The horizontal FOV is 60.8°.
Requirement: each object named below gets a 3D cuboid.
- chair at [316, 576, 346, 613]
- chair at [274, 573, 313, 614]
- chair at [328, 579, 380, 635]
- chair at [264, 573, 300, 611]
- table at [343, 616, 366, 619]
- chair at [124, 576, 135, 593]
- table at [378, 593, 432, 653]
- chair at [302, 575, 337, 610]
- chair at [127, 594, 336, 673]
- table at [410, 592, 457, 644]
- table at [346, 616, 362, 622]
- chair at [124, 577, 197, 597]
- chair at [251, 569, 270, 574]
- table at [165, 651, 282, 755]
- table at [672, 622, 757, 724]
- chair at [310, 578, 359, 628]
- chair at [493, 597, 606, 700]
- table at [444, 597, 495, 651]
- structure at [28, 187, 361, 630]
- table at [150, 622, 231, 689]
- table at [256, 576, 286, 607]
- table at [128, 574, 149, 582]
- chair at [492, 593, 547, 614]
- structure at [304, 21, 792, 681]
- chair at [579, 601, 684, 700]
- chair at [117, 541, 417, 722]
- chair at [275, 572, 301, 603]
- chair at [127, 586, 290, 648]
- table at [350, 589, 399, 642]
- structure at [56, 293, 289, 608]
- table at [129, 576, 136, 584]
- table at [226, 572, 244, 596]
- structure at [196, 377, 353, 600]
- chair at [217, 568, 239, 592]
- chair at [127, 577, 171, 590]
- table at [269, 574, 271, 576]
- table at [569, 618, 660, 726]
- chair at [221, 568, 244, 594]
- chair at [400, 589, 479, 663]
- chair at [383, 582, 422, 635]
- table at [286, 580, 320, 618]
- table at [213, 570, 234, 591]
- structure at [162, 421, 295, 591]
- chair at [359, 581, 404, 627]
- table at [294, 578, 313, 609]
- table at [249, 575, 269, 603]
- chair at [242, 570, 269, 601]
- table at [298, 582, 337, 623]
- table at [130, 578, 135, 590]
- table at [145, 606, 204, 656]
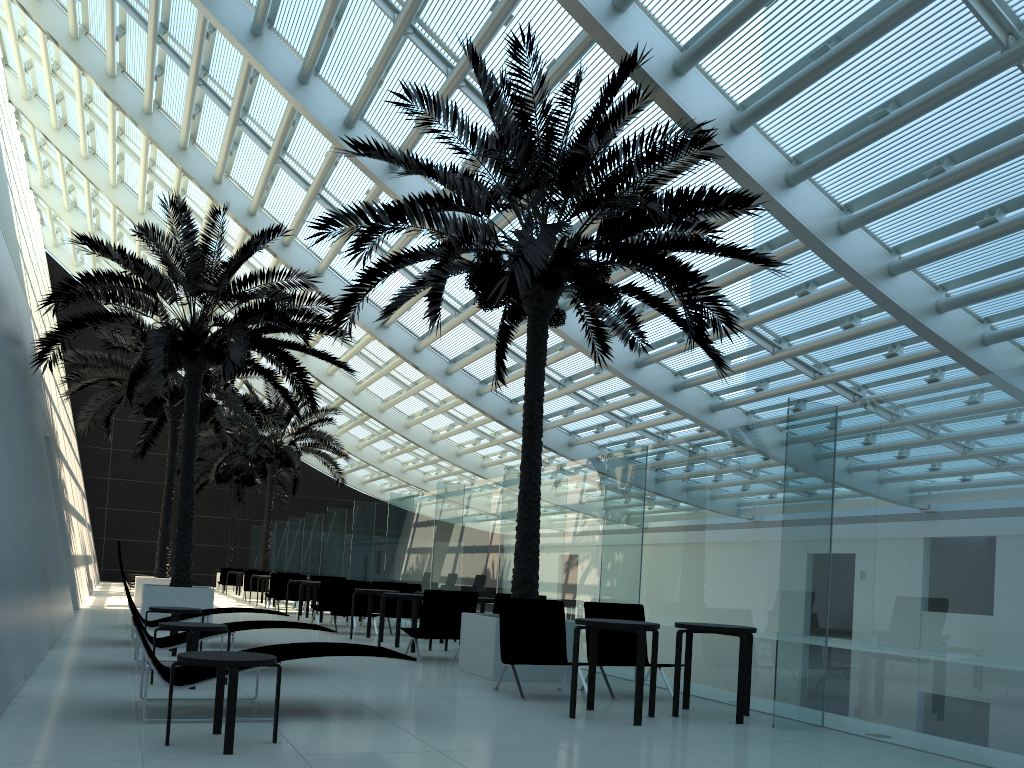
[{"bbox_3d":[-4.130,4.927,20.285,0.721,0.870,0.900,6,-8,-24],"label":"chair"},{"bbox_3d":[-4.979,4.791,19.904,0.721,0.870,0.900,6,-8,-24],"label":"chair"},{"bbox_3d":[-2.638,3.763,14.710,0.721,0.870,0.900,6,-8,-24],"label":"chair"},{"bbox_3d":[-5.668,5.102,21.468,0.721,0.870,0.900,6,-8,-24],"label":"chair"},{"bbox_3d":[-3.567,4.750,19.099,0.679,0.765,0.694,2,-7,14],"label":"table"},{"bbox_3d":[-10.862,5.774,26.453,2.053,1.134,0.935,8,-8,-24],"label":"chair"},{"bbox_3d":[-1.452,3.287,12.030,0.679,0.765,0.694,1,-7,19],"label":"table"},{"bbox_3d":[-4.820,5.238,21.850,0.721,0.870,0.900,6,-8,-24],"label":"chair"},{"bbox_3d":[-2.856,2.257,8.690,2.053,1.134,0.935,8,-8,-24],"label":"chair"},{"bbox_3d":[-1.231,3.724,13.916,0.679,0.765,0.694,2,-7,14],"label":"table"},{"bbox_3d":[-2.968,4.482,17.749,0.679,0.765,0.694,1,-7,19],"label":"table"},{"bbox_3d":[-9.798,5.306,24.090,2.053,1.134,0.935,8,-8,-24],"label":"chair"},{"bbox_3d":[-8.798,6.977,30.640,0.721,0.870,0.900,6,-8,-24],"label":"chair"},{"bbox_3d":[-1.677,1.843,5.090,0.553,0.506,0.566,1,-8,19],"label":"table"},{"bbox_3d":[1.707,2.433,7.399,0.679,0.765,0.694,0,-8,23],"label":"table"},{"bbox_3d":[-3.332,4.076,16.286,0.721,0.870,0.900,6,-8,-24],"label":"chair"},{"bbox_3d":[0.347,2.451,8.088,0.721,0.870,0.900,6,-8,-24],"label":"chair"},{"bbox_3d":[-0.569,3.428,12.427,0.679,0.765,0.694,1,-7,19],"label":"table"},{"bbox_3d":[-4.943,0.457,13.716,4.302,6.698,4.708,-2,-8,44],"label":"structure"},{"bbox_3d":[-2.742,2.310,7.453,0.553,0.506,0.566,1,-8,19],"label":"table"},{"bbox_3d":[-6.186,5.367,22.534,0.679,0.765,0.694,1,-7,19],"label":"table"},{"bbox_3d":[-11.846,6.310,27.651,0.553,0.506,0.566,1,-8,19],"label":"table"},{"bbox_3d":[-0.085,3.158,11.346,0.721,0.870,0.900,6,-8,-24],"label":"chair"},{"bbox_3d":[0.303,-0.214,9.760,4.828,6.881,4.524,4,-5,-5],"label":"structure"},{"bbox_3d":[1.195,2.587,8.469,0.721,0.870,0.900,6,-8,-24],"label":"chair"},{"bbox_3d":[-1.792,1.789,6.328,2.053,1.134,0.935,8,-8,-24],"label":"chair"},{"bbox_3d":[-6.441,5.942,25.413,0.721,0.870,0.900,6,-8,-24],"label":"chair"},{"bbox_3d":[-3.921,2.725,11.053,2.053,1.134,0.935,8,-8,-24],"label":"chair"},{"bbox_3d":[-2.113,3.582,13.519,0.679,0.765,0.694,2,-7,14],"label":"table"},{"bbox_3d":[-7.613,1.488,19.145,4.286,6.757,4.726,3,-6,10],"label":"structure"},{"bbox_3d":[-10.748,5.828,25.215,0.553,0.506,0.566,1,-8,19],"label":"table"},{"bbox_3d":[-9.116,6.659,29.057,0.679,0.765,0.694,2,-7,14],"label":"table"},{"bbox_3d":[-7.626,3.267,27.341,4.867,6.881,4.489,7,-6,-30],"label":"structure"},{"bbox_3d":[-10.336,7.152,31.824,0.721,0.870,0.900,6,-8,-24],"label":"chair"},{"bbox_3d":[-11.960,6.257,28.889,2.053,1.134,0.935,8,-8,-24],"label":"chair"},{"bbox_3d":[-8.234,6.800,29.454,0.679,0.765,0.694,2,-7,14],"label":"table"},{"bbox_3d":[0.825,2.292,7.002,0.679,0.765,0.694,0,-8,23],"label":"table"},{"bbox_3d":[-9.646,6.842,30.258,0.721,0.870,0.900,6,-8,-24],"label":"chair"},{"bbox_3d":[-0.934,3.022,10.964,0.721,0.870,0.900,6,-8,-24],"label":"chair"},{"bbox_3d":[-1.789,3.899,15.091,0.721,0.870,0.900,6,-8,-24],"label":"chair"},{"bbox_3d":[-4.449,4.609,18.702,0.679,0.765,0.694,2,-7,14],"label":"table"},{"bbox_3d":[-10.854,7.417,32.889,0.679,0.765,0.694,0,-8,23],"label":"table"},{"bbox_3d":[-10.974,4.752,34.832,4.835,6.880,4.519,-2,-8,44],"label":"structure"},{"bbox_3d":[-2.484,4.212,16.667,0.721,0.870,0.900,6,-8,-24],"label":"chair"},{"bbox_3d":[-5.304,5.508,22.931,0.679,0.765,0.694,1,-7,19],"label":"table"},{"bbox_3d":[-6.770,5.628,23.852,0.679,0.765,0.694,2,-7,14],"label":"table"},{"bbox_3d":[-7.290,5.806,25.031,0.721,0.870,0.900,6,-8,-24],"label":"chair"},{"bbox_3d":[-3.850,4.341,17.352,0.679,0.765,0.694,1,-7,19],"label":"table"},{"bbox_3d":[-9.683,5.360,22.853,0.553,0.506,0.566,1,-8,14],"label":"table"},{"bbox_3d":[-3.807,2.778,9.815,0.553,0.506,0.566,1,-8,19],"label":"table"}]
